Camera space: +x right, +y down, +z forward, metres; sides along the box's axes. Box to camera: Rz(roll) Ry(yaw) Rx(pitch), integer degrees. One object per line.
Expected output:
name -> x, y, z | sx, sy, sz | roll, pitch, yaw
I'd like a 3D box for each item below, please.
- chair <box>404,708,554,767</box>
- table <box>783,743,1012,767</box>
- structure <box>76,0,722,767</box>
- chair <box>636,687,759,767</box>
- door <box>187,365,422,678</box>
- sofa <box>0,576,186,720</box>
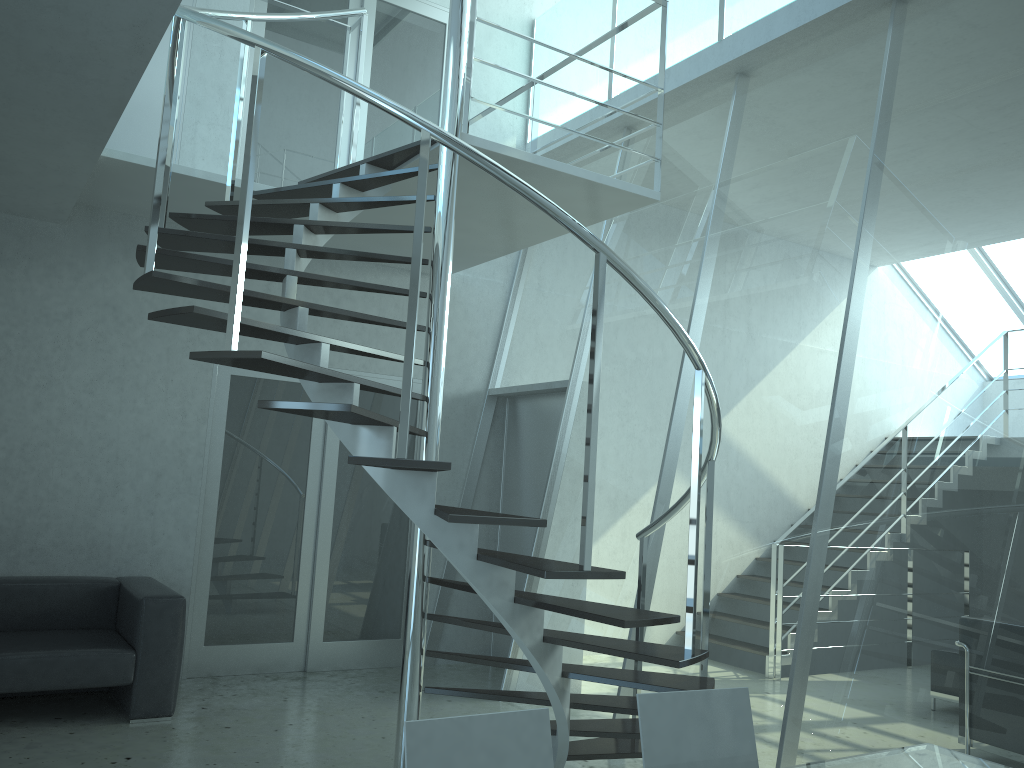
chair -> 0.033, 1.137, 1.703 | 0.410, 0.857, 0.492 | 8, -8, -32
table -> 0.529, 1.209, 1.466 | 2.100, 0.720, 1.000 | 8, -8, -32
structure -> -0.690, -0.239, 4.530 | 2.655, 4.156, 3.780 | 8, -8, -32
chair -> 0.564, 1.213, 2.071 | 0.413, 0.857, 0.492 | 7, -7, -27
door -> -1.164, 0.701, 6.995 | 1.162, 3.200, 2.576 | 2, -7, 15
sofa -> -2.871, 1.388, 4.680 | 2.025, 0.652, 0.943 | 8, -8, -32
